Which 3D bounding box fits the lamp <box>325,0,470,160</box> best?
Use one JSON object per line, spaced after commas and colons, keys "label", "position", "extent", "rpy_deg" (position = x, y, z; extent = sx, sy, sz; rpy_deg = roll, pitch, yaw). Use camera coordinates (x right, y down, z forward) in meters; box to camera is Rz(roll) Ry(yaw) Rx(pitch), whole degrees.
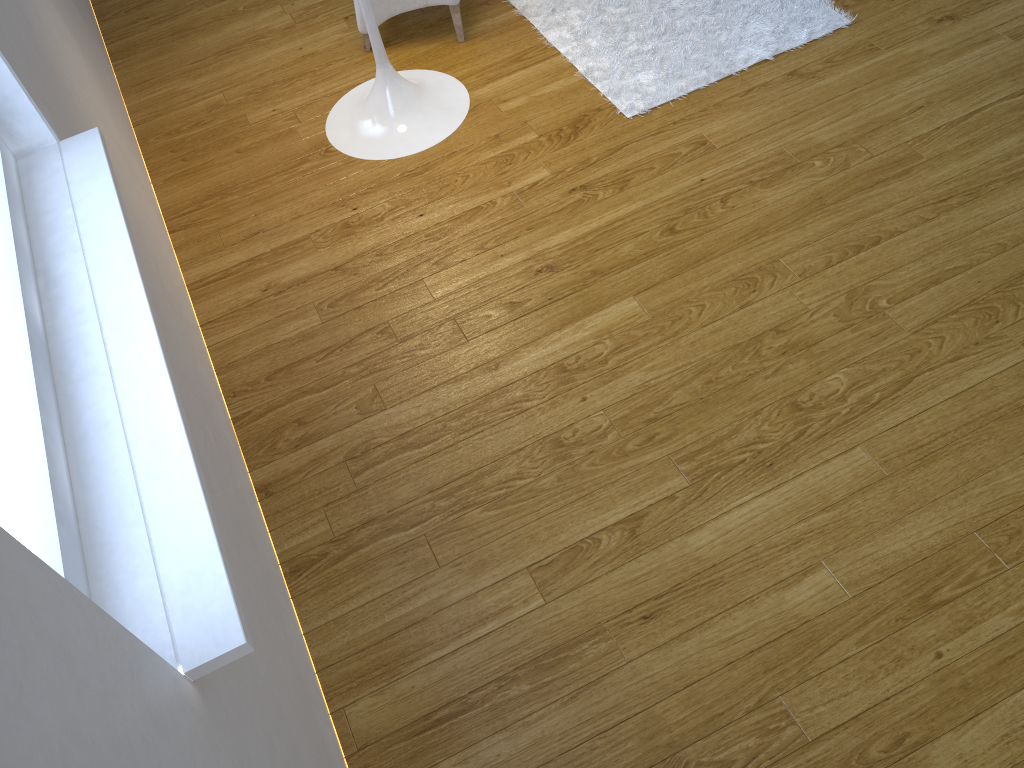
{"label": "lamp", "position": [-0.428, -1.203, 1.894], "extent": [0.413, 1.472, 0.406], "rpy_deg": [-10, 51, 3]}

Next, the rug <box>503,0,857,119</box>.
{"label": "rug", "position": [0.389, -1.188, 2.631], "extent": [0.754, 0.048, 1.081], "rpy_deg": [-26, 52, -9]}

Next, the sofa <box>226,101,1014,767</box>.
{"label": "sofa", "position": [3.833, -1.950, 2.148], "extent": [9.703, 0.689, 5.267], "rpy_deg": [-25, 52, -9]}

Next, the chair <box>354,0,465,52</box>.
{"label": "chair", "position": [-0.372, -1.458, 2.396], "extent": [0.378, 0.975, 0.465], "rpy_deg": [-5, 52, 7]}
